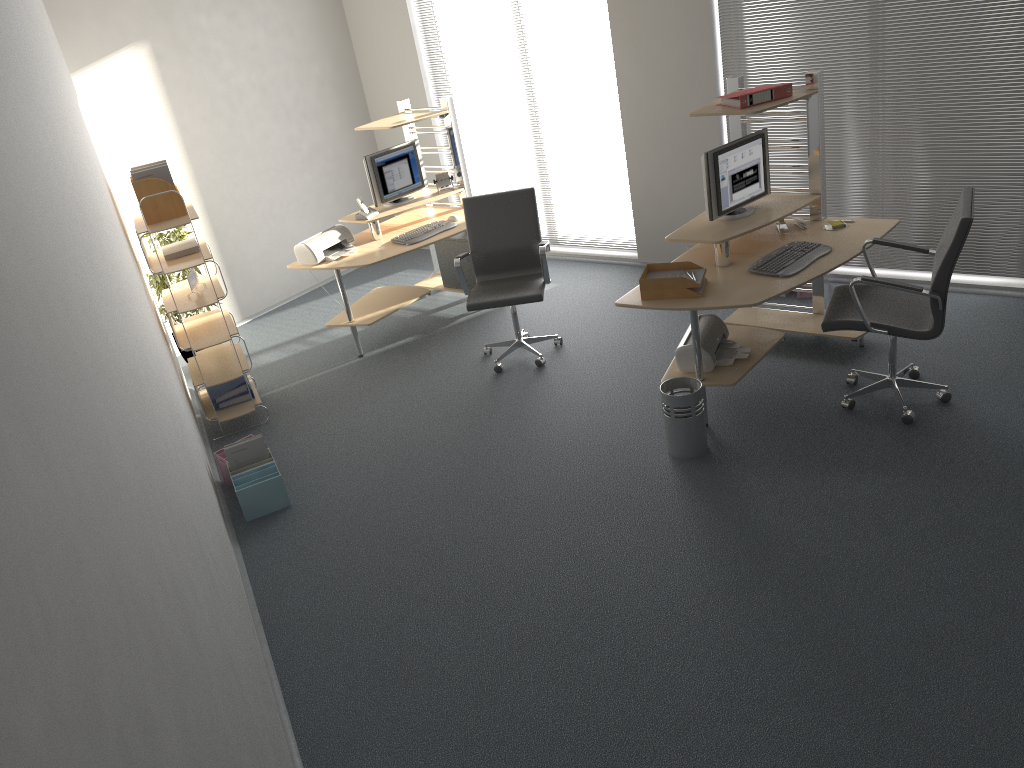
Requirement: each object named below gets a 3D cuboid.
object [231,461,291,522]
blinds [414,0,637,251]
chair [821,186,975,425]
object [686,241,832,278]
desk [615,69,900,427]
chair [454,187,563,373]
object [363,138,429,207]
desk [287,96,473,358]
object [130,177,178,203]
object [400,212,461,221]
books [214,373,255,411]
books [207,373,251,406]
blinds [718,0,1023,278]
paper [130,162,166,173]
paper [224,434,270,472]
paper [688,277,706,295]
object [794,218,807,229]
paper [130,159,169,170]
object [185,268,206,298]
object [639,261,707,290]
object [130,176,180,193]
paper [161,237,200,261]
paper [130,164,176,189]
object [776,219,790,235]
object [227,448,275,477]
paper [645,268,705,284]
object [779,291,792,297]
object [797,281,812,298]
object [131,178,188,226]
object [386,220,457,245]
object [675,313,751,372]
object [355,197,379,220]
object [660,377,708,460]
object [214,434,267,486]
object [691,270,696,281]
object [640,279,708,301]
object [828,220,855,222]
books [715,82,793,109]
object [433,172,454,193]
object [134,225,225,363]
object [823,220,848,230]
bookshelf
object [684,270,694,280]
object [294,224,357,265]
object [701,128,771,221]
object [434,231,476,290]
[{"bbox_3d":[-1.352,0.582,4.788,0.245,0.202,0.185,-20,27,-17],"label":"object"},{"bbox_3d":[0.051,-2.455,7.233,1.950,2.749,0.037,11,34,39],"label":"blinds"},{"bbox_3d":[1.923,-0.390,4.442,0.652,1.048,0.584,3,29,27],"label":"chair"},{"bbox_3d":[1.286,-0.698,4.875,0.478,0.082,0.814,-30,31,-34],"label":"object"},{"bbox_3d":[1.333,-0.711,4.741,0.967,1.566,1.469,11,34,39],"label":"desk"},{"bbox_3d":[-0.023,-0.663,5.796,0.584,1.048,0.652,-7,26,9],"label":"chair"},{"bbox_3d":[-0.894,-1.583,6.703,0.516,0.418,0.245,-26,29,-28],"label":"object"},{"bbox_3d":[-0.807,-1.136,6.488,0.967,1.566,1.469,11,34,39],"label":"desk"},{"bbox_3d":[-2.149,-1.151,5.386,0.243,0.259,0.113,-19,27,-17],"label":"object"},{"bbox_3d":[-0.630,-1.295,6.875,0.742,0.088,0.168,13,35,40],"label":"object"},{"bbox_3d":[-1.870,0.050,5.907,0.262,0.072,0.320,-19,27,-16],"label":"books"},{"bbox_3d":[-1.889,0.004,5.880,0.263,0.100,0.320,-19,27,-16],"label":"books"},{"bbox_3d":[2.197,-2.029,5.484,1.950,2.770,0.022,11,34,39],"label":"blinds"},{"bbox_3d":[-2.162,-1.175,5.394,0.213,0.297,0.045,-19,27,-17],"label":"paper"},{"bbox_3d":[-1.446,0.453,4.928,0.220,0.306,0.068,-20,27,-17],"label":"paper"},{"bbox_3d":[0.840,-0.498,4.580,0.297,0.019,0.210,-1,27,21],"label":"paper"},{"bbox_3d":[1.666,-0.931,5.120,0.022,0.042,0.134,-13,26,-4],"label":"object"},{"bbox_3d":[-2.205,-1.219,5.503,0.213,0.297,0.045,-18,26,-14],"label":"paper"},{"bbox_3d":[-2.004,-0.654,5.572,0.077,0.161,0.192,-11,26,0],"label":"object"},{"bbox_3d":[0.826,-0.558,4.550,0.309,0.060,0.225,-1,27,21],"label":"object"},{"bbox_3d":[-2.193,-1.195,5.494,0.243,0.259,0.113,-18,26,-14],"label":"object"},{"bbox_3d":[-2.086,-0.850,5.578,0.213,0.046,0.297,-20,27,-17],"label":"paper"},{"bbox_3d":[-2.111,-1.134,5.289,0.213,0.297,0.045,-21,27,-19],"label":"paper"},{"bbox_3d":[1.561,-0.919,5.115,0.054,0.064,0.159,-7,26,10],"label":"object"},{"bbox_3d":[-1.428,0.520,4.946,0.245,0.202,0.185,-20,27,-17],"label":"object"},{"bbox_3d":[0.830,-0.543,4.557,0.297,0.010,0.210,-1,27,21],"label":"paper"},{"bbox_3d":[1.867,-0.746,6.192,0.185,0.202,0.245,11,34,39],"label":"object"},{"bbox_3d":[2.057,-0.723,6.069,0.185,0.202,0.245,1,28,23],"label":"object"},{"bbox_3d":[-2.098,-1.110,5.281,0.243,0.259,0.113,-21,27,-19],"label":"object"},{"bbox_3d":[-0.818,-1.137,6.636,0.478,0.082,0.814,-30,31,-34],"label":"object"},{"bbox_3d":[1.108,-0.228,4.813,0.351,0.162,0.438,2,28,25],"label":"object"},{"bbox_3d":[-1.081,-1.298,6.506,0.119,0.151,0.150,3,29,27],"label":"object"},{"bbox_3d":[0.875,0.177,4.504,0.208,0.377,0.208,-12,26,-2],"label":"object"},{"bbox_3d":[-1.544,0.454,5.129,0.245,0.202,0.185,-30,31,-33],"label":"object"},{"bbox_3d":[0.924,-0.552,4.517,0.008,0.009,0.159,-8,26,7],"label":"object"},{"bbox_3d":[0.836,-0.508,4.575,0.309,0.060,0.225,-1,27,21],"label":"object"},{"bbox_3d":[1.879,-0.932,5.072,0.158,0.011,0.011,9,32,36],"label":"object"},{"bbox_3d":[1.320,-1.588,4.854,0.320,0.072,0.262,-17,26,-13],"label":"books"},{"bbox_3d":[-0.525,-1.550,6.811,0.154,0.135,0.093,-15,26,-8],"label":"object"},{"bbox_3d":[-2.466,-0.667,6.709,0.544,1.147,0.644,-19,27,-16],"label":"object"},{"bbox_3d":[1.829,-0.902,5.013,0.132,0.026,0.132,11,34,39],"label":"object"},{"bbox_3d":[-1.995,-0.489,5.651,0.381,1.572,0.724,-20,27,-17],"label":"bookshelf"},{"bbox_3d":[0.906,-0.559,4.539,0.008,0.009,0.159,-12,26,-1],"label":"object"},{"bbox_3d":[-1.280,-0.998,6.326,0.351,0.162,0.438,6,31,32],"label":"object"},{"bbox_3d":[1.231,-1.163,4.972,0.516,0.418,0.245,-22,28,-22],"label":"object"},{"bbox_3d":[-0.346,-0.974,6.968,0.471,0.422,0.199,11,34,39],"label":"object"}]
